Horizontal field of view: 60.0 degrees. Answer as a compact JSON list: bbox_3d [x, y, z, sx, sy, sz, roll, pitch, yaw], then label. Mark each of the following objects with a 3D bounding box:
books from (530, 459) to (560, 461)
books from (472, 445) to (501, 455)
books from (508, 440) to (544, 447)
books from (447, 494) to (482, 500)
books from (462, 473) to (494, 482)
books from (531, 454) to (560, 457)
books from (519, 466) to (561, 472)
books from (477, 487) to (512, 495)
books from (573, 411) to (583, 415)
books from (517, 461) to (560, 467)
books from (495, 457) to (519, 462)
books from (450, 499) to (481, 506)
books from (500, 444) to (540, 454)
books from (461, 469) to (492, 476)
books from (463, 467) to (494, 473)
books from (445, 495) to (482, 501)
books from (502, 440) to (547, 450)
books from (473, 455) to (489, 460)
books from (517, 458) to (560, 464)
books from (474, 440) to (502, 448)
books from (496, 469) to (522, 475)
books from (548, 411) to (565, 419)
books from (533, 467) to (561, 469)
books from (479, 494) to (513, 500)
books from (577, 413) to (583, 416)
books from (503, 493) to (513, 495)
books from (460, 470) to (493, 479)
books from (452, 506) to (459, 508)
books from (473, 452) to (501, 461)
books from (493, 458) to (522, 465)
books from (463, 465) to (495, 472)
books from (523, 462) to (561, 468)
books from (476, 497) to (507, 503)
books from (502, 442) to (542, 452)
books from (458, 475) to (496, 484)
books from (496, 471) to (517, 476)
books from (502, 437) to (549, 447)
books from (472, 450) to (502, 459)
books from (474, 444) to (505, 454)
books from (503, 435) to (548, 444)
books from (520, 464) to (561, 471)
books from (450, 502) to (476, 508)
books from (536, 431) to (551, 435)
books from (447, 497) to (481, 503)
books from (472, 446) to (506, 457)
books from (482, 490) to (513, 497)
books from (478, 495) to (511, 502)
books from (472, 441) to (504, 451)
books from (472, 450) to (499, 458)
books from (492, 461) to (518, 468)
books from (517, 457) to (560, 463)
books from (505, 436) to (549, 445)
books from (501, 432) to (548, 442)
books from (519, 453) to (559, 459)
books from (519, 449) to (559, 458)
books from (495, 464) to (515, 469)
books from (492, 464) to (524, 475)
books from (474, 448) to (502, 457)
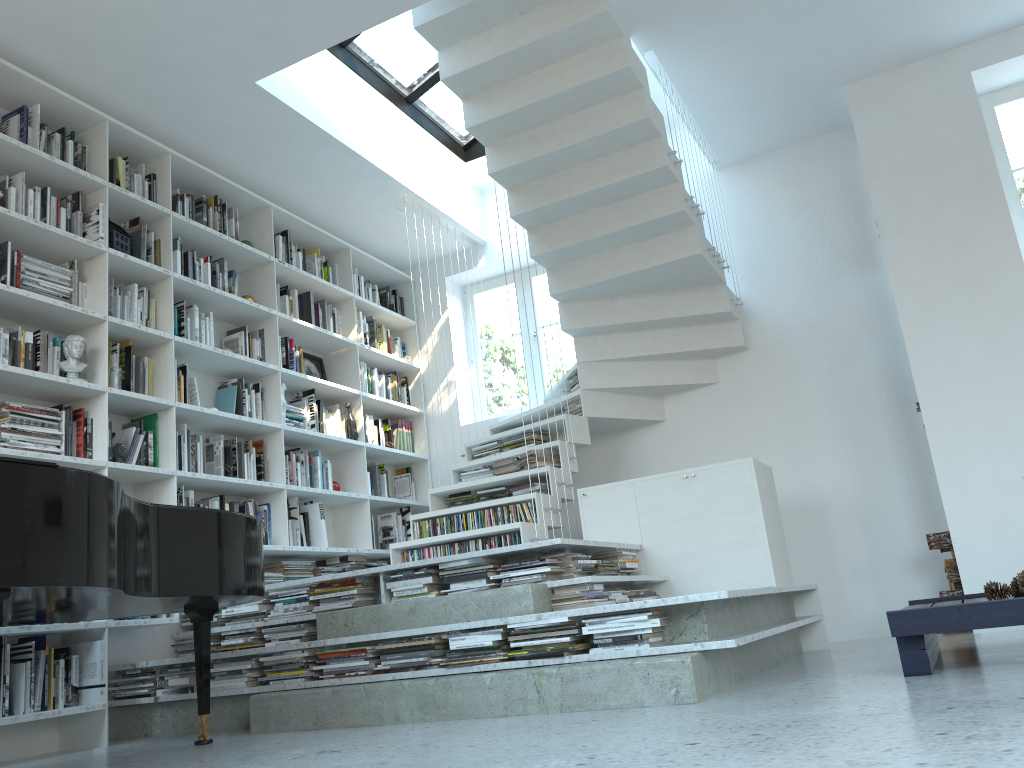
[{"bbox_3d":[0.187,0.487,5.473,0.232,0.011,0.172,1,-17,-27],"label":"books"},{"bbox_3d":[-0.118,0.456,6.008,0.292,0.005,0.168,-21,-20,41],"label":"books"},{"bbox_3d":[0.098,0.400,5.812,0.197,0.014,0.154,-18,-19,37],"label":"books"},{"bbox_3d":[-0.286,0.723,5.617,0.195,0.012,0.161,-13,-16,22],"label":"books"},{"bbox_3d":[-0.195,0.620,5.823,0.231,0.019,0.143,-13,-17,23],"label":"books"},{"bbox_3d":[0.183,0.461,5.482,0.184,0.016,0.179,4,-19,-35],"label":"books"},{"bbox_3d":[0.186,0.530,5.473,0.254,0.007,0.189,5,-19,-36],"label":"books"},{"bbox_3d":[-0.094,0.669,5.515,0.194,0.014,0.178,-12,-16,19],"label":"books"},{"bbox_3d":[0.518,0.202,5.839,0.223,0.015,0.180,6,-20,-39],"label":"books"},{"bbox_3d":[0.196,0.491,5.459,0.295,0.006,0.147,2,-17,-29],"label":"books"},{"bbox_3d":[-0.007,0.490,5.652,0.155,0.009,0.155,-14,-17,24],"label":"books"},{"bbox_3d":[-0.280,0.755,5.613,0.181,0.022,0.140,-12,-16,18],"label":"books"},{"bbox_3d":[0.091,0.432,5.788,0.288,0.013,0.182,-19,-19,38],"label":"books"},{"bbox_3d":[-0.208,0.586,5.812,0.203,0.011,0.173,-12,-16,19],"label":"books"},{"bbox_3d":[-0.205,0.576,5.824,0.180,0.014,0.157,-12,-16,20],"label":"books"},{"bbox_3d":[-0.294,0.728,5.597,0.188,0.006,0.198,-13,-16,21],"label":"books"},{"bbox_3d":[0.093,0.409,5.800,0.261,0.009,0.187,-17,-18,34],"label":"books"},{"bbox_3d":[-0.109,0.491,6.004,0.293,0.005,0.152,-18,-19,36],"label":"books"},{"bbox_3d":[0.194,0.474,5.463,0.295,0.007,0.146,3,-18,-33],"label":"books"},{"bbox_3d":[-0.120,0.416,6.022,0.236,0.014,0.166,-20,-20,40],"label":"books"},{"bbox_3d":[0.016,0.567,5.624,0.181,0.005,0.189,-14,-17,24],"label":"books"},{"bbox_3d":[0.371,0.219,6.049,0.182,0.016,0.199,7,-21,-42],"label":"books"},{"bbox_3d":[0.192,0.536,5.462,0.215,0.013,0.190,3,-18,-31],"label":"books"},{"bbox_3d":[-0.090,0.706,5.504,0.155,0.012,0.189,-15,-17,27],"label":"books"},{"bbox_3d":[0.518,0.213,5.837,0.241,0.008,0.168,4,-19,-35],"label":"books"},{"bbox_3d":[-0.077,0.702,5.534,0.186,0.008,0.129,-13,-17,23],"label":"books"},{"bbox_3d":[-0.199,0.602,5.823,0.240,0.016,0.150,-13,-16,22],"label":"books"},{"bbox_3d":[-0.277,0.782,5.606,0.166,0.015,0.146,-12,-16,19],"label":"books"},{"bbox_3d":[-0.113,0.501,5.995,0.166,0.018,0.265,8,-21,-44],"label":"books"},{"bbox_3d":[-0.001,0.501,5.647,0.190,0.017,0.167,-15,-17,27],"label":"books"},{"bbox_3d":[-0.205,0.562,5.831,0.180,0.014,0.157,-13,-16,22],"label":"books"},{"bbox_3d":[0.197,0.501,5.456,0.215,0.014,0.138,5,-19,-36],"label":"books"},{"bbox_3d":[-0.087,0.731,5.498,0.225,0.013,0.184,-13,-16,22],"label":"books"},{"bbox_3d":[0.089,0.419,5.790,0.244,0.014,0.191,-18,-19,37],"label":"books"},{"bbox_3d":[-0.194,0.634,5.818,0.297,0.012,0.145,-13,-17,23],"label":"books"},{"bbox_3d":[-0.004,0.580,5.633,0.155,0.013,0.140,-14,-17,26],"label":"books"},{"bbox_3d":[0.091,0.388,5.806,0.254,0.007,0.177,-16,-18,32],"label":"books"},{"bbox_3d":[-0.115,0.485,5.999,0.263,0.006,0.185,-19,-20,39],"label":"books"},{"bbox_3d":[-0.106,0.448,6.026,0.298,0.017,0.136,-20,-20,39],"label":"books"},{"bbox_3d":[0.091,0.370,5.813,0.240,0.009,0.174,-17,-18,33],"label":"books"},{"bbox_3d":[0.191,0.517,5.464,0.222,0.011,0.180,3,-18,-32],"label":"books"},{"bbox_3d":[-0.275,0.771,5.615,0.198,0.010,0.132,-15,-17,28],"label":"books"},{"bbox_3d":[0.100,0.353,5.834,0.298,0.007,0.134,-17,-18,33],"label":"books"},{"bbox_3d":[-0.285,0.739,5.611,0.208,0.009,0.160,-12,-16,20],"label":"books"},{"bbox_3d":[-0.117,0.462,6.007,0.162,0.008,0.290,8,-21,-44],"label":"books"},{"bbox_3d":[-0.081,0.689,5.532,0.178,0.017,0.133,-15,-17,28],"label":"books"},{"bbox_3d":[-0.083,0.721,5.513,0.220,0.013,0.150,-15,-17,29],"label":"books"},{"bbox_3d":[-0.125,0.429,6.010,0.230,0.015,0.190,-19,-19,38],"label":"books"},{"bbox_3d":[-0.117,0.479,5.999,0.268,0.006,0.170,-18,-19,35],"label":"books"},{"bbox_3d":[0.003,0.515,5.642,0.156,0.012,0.218,-20,-20,40],"label":"books"},{"bbox_3d":[0.193,0.467,5.465,0.295,0.007,0.146,2,-17,-29],"label":"books"},{"bbox_3d":[0.098,0.381,5.819,0.257,0.011,0.145,-16,-18,31],"label":"books"},{"bbox_3d":[0.084,0.359,5.809,0.244,0.013,0.191,-18,-19,35],"label":"books"},{"bbox_3d":[0.189,0.446,5.472,0.254,0.005,0.161,3,-18,-31],"label":"books"},{"bbox_3d":[0.184,0.435,5.483,0.234,0.025,0.158,1,-17,-26],"label":"books"},{"bbox_3d":[-0.013,0.531,5.648,0.129,0.012,0.159,-19,-19,38],"label":"books"},{"bbox_3d":[0.017,0.546,5.627,0.222,0.035,0.178,-15,-17,29],"label":"books"},{"bbox_3d":[-0.118,0.471,6.002,0.232,0.011,0.171,-18,-19,35],"label":"books"}]
